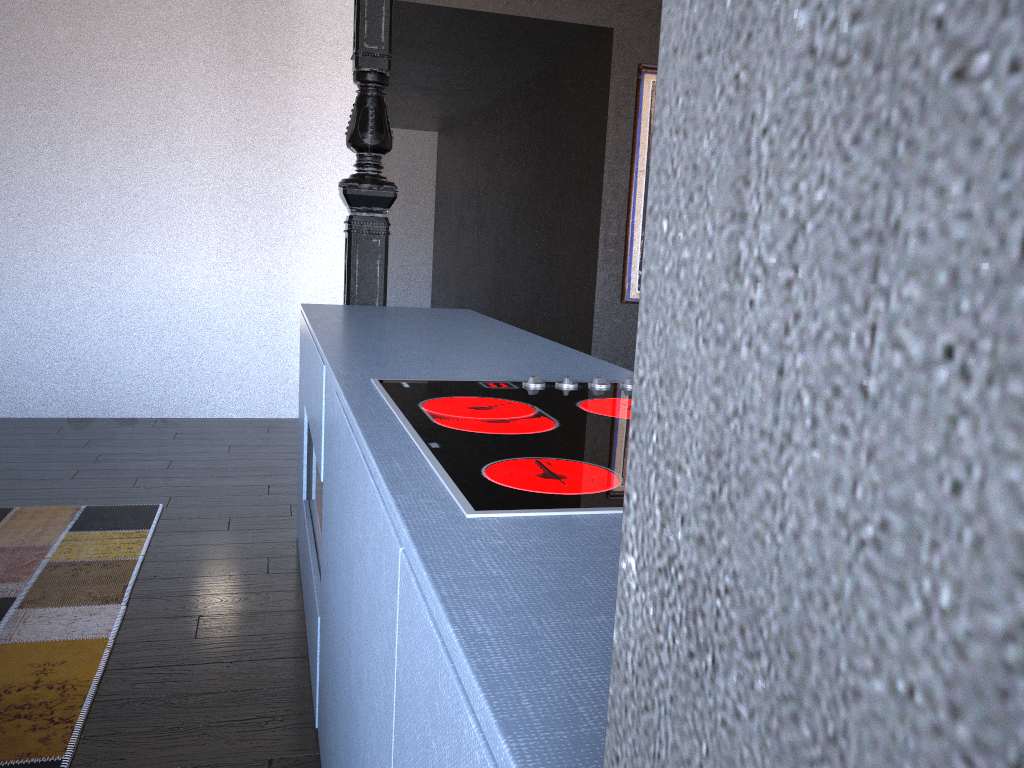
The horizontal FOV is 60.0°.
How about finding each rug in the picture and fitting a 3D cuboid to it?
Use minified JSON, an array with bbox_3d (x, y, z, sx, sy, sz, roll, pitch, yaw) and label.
[{"bbox_3d":[-1.734,0.653,2.171,1.432,0.013,2.362,1,9,-15],"label":"rug"}]

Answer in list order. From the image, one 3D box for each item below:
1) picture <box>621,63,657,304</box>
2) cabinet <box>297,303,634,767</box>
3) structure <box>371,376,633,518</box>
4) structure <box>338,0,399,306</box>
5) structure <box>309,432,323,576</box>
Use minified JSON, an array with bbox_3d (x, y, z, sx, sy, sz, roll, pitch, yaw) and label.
[{"bbox_3d":[1.113,-1.236,5.655,0.780,1.471,0.067,1,10,-15],"label":"picture"},{"bbox_3d":[-0.084,0.378,1.846,0.607,0.845,2.957,1,9,-15],"label":"cabinet"},{"bbox_3d":[0.102,0.068,1.211,0.504,0.057,0.763,1,9,-15],"label":"structure"},{"bbox_3d":[-3.848,-0.503,1.081,8.512,2.396,0.481,-3,11,-34],"label":"structure"},{"bbox_3d":[-0.345,0.314,2.346,0.332,0.394,0.943,1,9,-15],"label":"structure"}]
